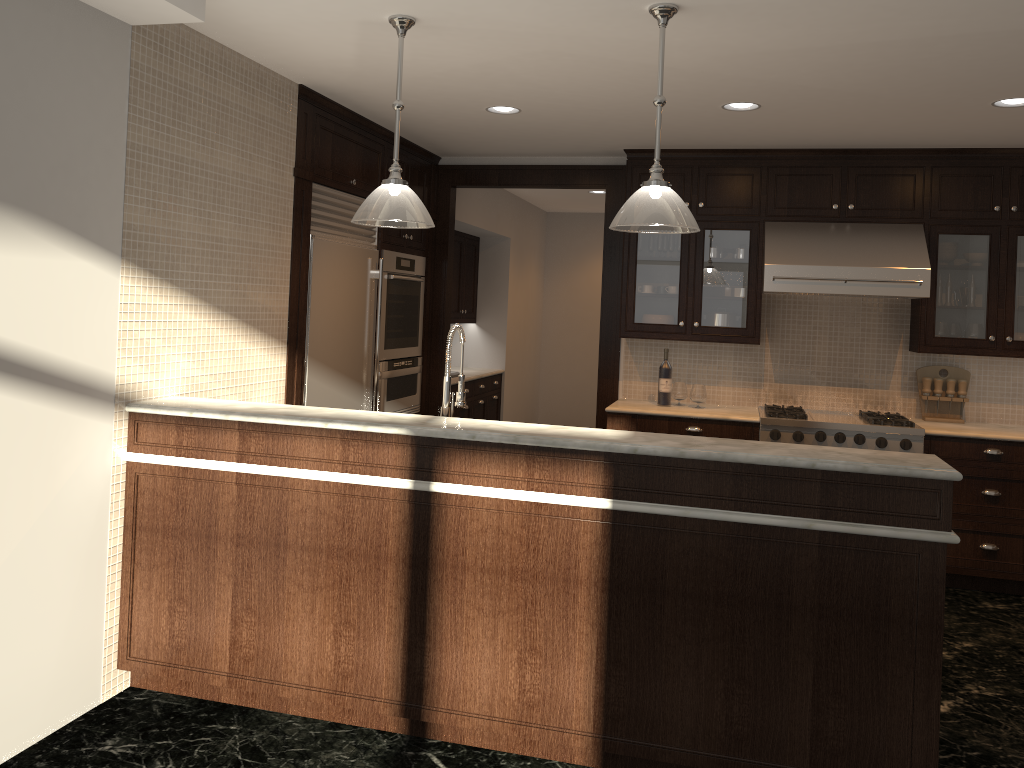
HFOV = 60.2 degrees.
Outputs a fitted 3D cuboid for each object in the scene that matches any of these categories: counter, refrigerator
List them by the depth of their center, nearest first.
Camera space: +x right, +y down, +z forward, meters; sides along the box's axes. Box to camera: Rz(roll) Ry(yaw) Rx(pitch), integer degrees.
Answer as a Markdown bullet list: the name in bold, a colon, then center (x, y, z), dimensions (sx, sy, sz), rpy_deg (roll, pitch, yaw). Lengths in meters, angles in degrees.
- **counter**: center (-0.023, 0.167, 3.093), dimensions (2.857, 0.032, 0.328), rpy_deg (4, 5, 15)
- **counter**: center (0.053, 0.324, 3.445), dimensions (2.871, 0.032, 1.056), rpy_deg (4, 5, 15)
- **counter**: center (2.082, 0.307, 4.622), dimensions (3.371, 0.032, 2.320), rpy_deg (4, 5, 14)
- **refrigerator**: center (-1.258, -0.052, 5.159), dimensions (0.688, 2.122, 0.889), rpy_deg (3, 0, 14)
- **counter**: center (-0.645, -0.075, 7.616), dimensions (0.709, 0.032, 1.859), rpy_deg (4, 5, 14)

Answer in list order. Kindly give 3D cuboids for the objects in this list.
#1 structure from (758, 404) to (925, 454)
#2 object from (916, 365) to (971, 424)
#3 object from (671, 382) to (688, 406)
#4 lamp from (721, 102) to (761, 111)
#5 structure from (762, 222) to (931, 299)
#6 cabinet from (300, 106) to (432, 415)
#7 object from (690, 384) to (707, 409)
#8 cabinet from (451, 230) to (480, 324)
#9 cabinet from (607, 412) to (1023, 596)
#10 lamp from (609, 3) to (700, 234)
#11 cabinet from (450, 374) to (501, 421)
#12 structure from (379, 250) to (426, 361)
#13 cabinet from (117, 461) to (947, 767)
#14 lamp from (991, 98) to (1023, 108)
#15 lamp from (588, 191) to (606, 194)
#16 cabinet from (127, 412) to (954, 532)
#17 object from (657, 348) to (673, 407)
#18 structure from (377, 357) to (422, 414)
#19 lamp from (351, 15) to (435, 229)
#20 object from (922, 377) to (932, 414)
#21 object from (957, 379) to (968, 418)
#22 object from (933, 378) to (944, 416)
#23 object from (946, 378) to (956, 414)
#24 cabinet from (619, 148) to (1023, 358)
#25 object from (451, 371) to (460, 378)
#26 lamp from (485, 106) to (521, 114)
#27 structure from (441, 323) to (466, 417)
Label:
- **structure**: center (1.988, 0.598, 5.478), dimensions (0.907, 0.838, 0.719), rpy_deg (3, 2, 14)
- **object**: center (2.717, 0.061, 5.552), dimensions (0.316, 0.349, 0.110), rpy_deg (3, 0, 14)
- **object**: center (1.108, 0.066, 5.840), dimensions (0.112, 0.151, 0.112), rpy_deg (3, 2, 7)
- **lamp**: center (1.178, -1.487, 4.528), dimensions (0.197, 0.137, 0.198), rpy_deg (1, 4, -21)
- **structure**: center (2.055, -0.791, 5.511), dimensions (0.931, 0.477, 0.640), rpy_deg (3, 3, 14)
- **cabinet**: center (-1.139, -0.329, 5.559), dimensions (0.757, 2.422, 1.844), rpy_deg (2, 2, 14)
- **object**: center (1.209, 0.081, 5.724), dimensions (0.112, 0.151, 0.112), rpy_deg (3, 2, 7)
- **cabinet**: center (-0.743, -0.942, 7.656), dimensions (0.433, 0.826, 1.859), rpy_deg (3, 4, 14)
- **cabinet**: center (2.062, 0.764, 4.619), dimensions (3.371, 0.880, 2.319), rpy_deg (4, 5, 14)
- **lamp**: center (0.517, -0.934, 3.110), dimensions (0.318, 0.784, 0.317), rpy_deg (3, 0, 29)
- **cabinet**: center (-0.345, 0.337, 7.531), dimensions (0.057, 0.745, 1.794), rpy_deg (2, 4, 14)
- **structure**: center (-0.977, -0.542, 6.004), dimensions (0.614, 0.701, 0.759), rpy_deg (3, 3, 14)
- **cabinet**: center (0.039, 0.765, 3.445), dimensions (2.850, 0.913, 1.027), rpy_deg (4, 3, 15)
- **lamp**: center (2.399, -1.406, 4.210), dimensions (0.197, 0.137, 0.198), rpy_deg (0, 4, -40)
- **lamp**: center (0.793, -1.817, 8.072), dimensions (0.198, 0.137, 0.198), rpy_deg (4, 4, 19)
- **cabinet**: center (-0.037, 0.259, 3.096), dimensions (2.839, 0.153, 0.293), rpy_deg (4, 4, 15)
- **object**: center (1.001, -0.045, 5.764), dimensions (0.094, 0.378, 0.095), rpy_deg (2, 0, 30)
- **structure**: center (-1.045, 0.010, 6.013), dimensions (0.666, 0.388, 0.764), rpy_deg (3, 4, 14)
- **lamp**: center (-0.435, -0.997, 3.358), dimensions (0.318, 0.784, 0.317), rpy_deg (3, 0, 29)
- **object**: center (2.614, 0.070, 5.568), dimensions (0.061, 0.229, 0.061), rpy_deg (2, 0, -4)
- **object**: center (2.812, 0.087, 5.517), dimensions (0.061, 0.237, 0.061), rpy_deg (2, 0, -22)
- **object**: center (2.678, 0.079, 5.552), dimensions (0.061, 0.237, 0.061), rpy_deg (2, 0, -16)
- **object**: center (2.748, 0.077, 5.534), dimensions (0.061, 0.226, 0.061), rpy_deg (2, 0, -16)
- **cabinet**: center (2.132, -0.766, 4.632), dimensions (3.370, 1.255, 2.311), rpy_deg (4, 4, 15)
- **object**: center (-0.675, -0.263, 7.299), dimensions (0.448, 0.406, 0.344), rpy_deg (3, 2, 14)
- **lamp**: center (-0.044, -1.568, 4.846), dimensions (0.198, 0.137, 0.198), rpy_deg (4, 4, 19)
- **structure**: center (-0.232, 0.020, 3.563), dimensions (0.051, 0.530, 0.243), rpy_deg (2, 1, 14)
